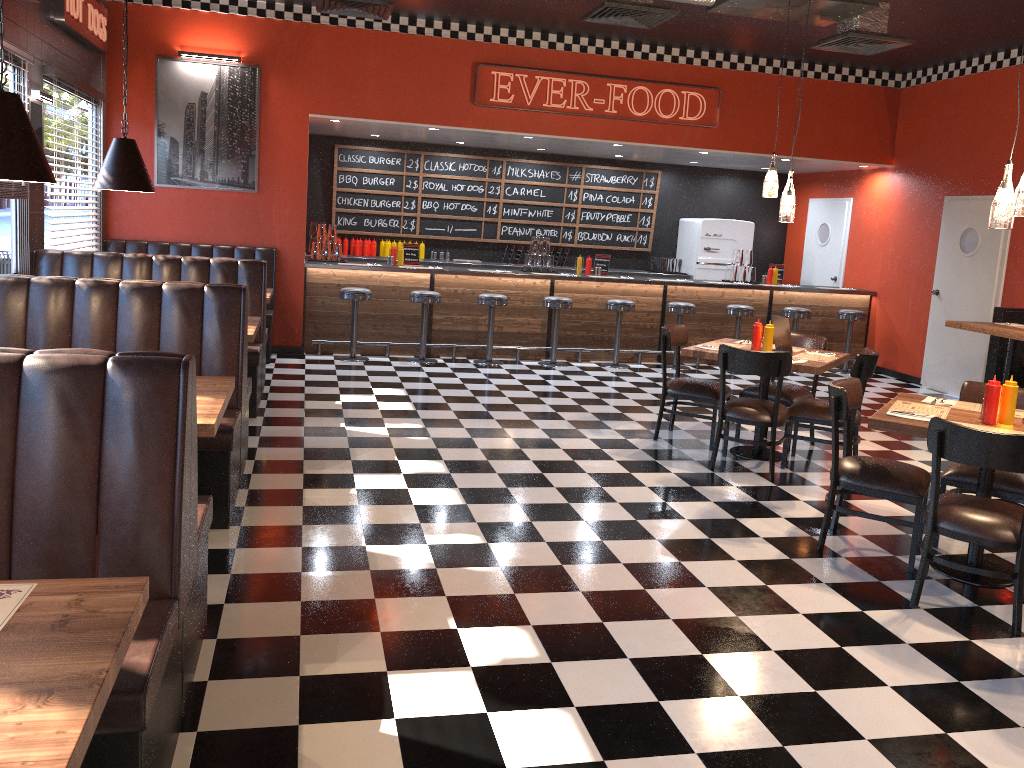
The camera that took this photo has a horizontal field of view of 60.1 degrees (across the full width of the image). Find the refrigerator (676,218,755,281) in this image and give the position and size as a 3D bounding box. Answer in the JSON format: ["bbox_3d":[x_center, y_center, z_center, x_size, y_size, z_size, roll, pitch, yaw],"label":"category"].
[{"bbox_3d":[2.869,-1.461,12.719,0.802,1.792,0.855,2,9,-13],"label":"refrigerator"}]

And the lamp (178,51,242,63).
[{"bbox_3d":[-3.078,-3.332,9.033,0.610,0.056,0.082,1,10,-13],"label":"lamp"}]

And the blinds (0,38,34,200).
[{"bbox_3d":[-3.303,-1.674,5.515,0.099,1.032,1.882,2,10,-13],"label":"blinds"}]

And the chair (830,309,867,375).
[{"bbox_3d":[4.152,-0.526,10.928,0.349,0.770,0.349,9,10,31],"label":"chair"}]

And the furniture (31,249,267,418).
[{"bbox_3d":[-2.776,-0.388,6.716,1.708,1.147,0.711,1,9,-13],"label":"furniture"}]

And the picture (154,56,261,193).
[{"bbox_3d":[-3.144,-2.666,9.153,1.023,1.293,0.016,2,8,-13],"label":"picture"}]

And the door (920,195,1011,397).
[{"bbox_3d":[4.930,-0.956,9.676,0.161,2.166,1.033,2,9,-13],"label":"door"}]

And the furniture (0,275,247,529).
[{"bbox_3d":[-2.246,0.071,4.414,1.708,1.147,0.711,1,9,-13],"label":"furniture"}]

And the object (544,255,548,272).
[{"bbox_3d":[0.421,-1.462,10.757,0.106,0.207,0.106,9,10,31],"label":"object"}]

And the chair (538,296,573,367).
[{"bbox_3d":[0.495,-0.604,10.068,0.349,0.770,0.350,8,9,26],"label":"chair"}]

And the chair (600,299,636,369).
[{"bbox_3d":[1.226,-0.588,10.240,0.349,0.770,0.349,9,10,31],"label":"chair"}]

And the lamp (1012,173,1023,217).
[{"bbox_3d":[2.458,-1.747,4.006,0.109,1.953,0.109,8,9,28],"label":"lamp"}]

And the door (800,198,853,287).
[{"bbox_3d":[4.306,-1.496,12.383,0.161,2.166,1.033,2,9,-13],"label":"door"}]

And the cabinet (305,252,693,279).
[{"bbox_3d":[-0.146,-1.147,12.171,5.282,0.993,0.680,1,9,-13],"label":"cabinet"}]

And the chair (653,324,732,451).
[{"bbox_3d":[1.388,0.003,6.838,0.546,0.862,0.488,8,10,26],"label":"chair"}]

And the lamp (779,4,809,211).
[{"bbox_3d":[2.047,-2.191,6.268,0.108,1.953,0.109,0,9,-26],"label":"lamp"}]

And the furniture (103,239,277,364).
[{"bbox_3d":[-3.308,-0.849,9.027,1.708,1.147,0.711,1,9,-13],"label":"furniture"}]

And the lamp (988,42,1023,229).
[{"bbox_3d":[2.414,-1.713,4.129,0.108,1.953,0.109,3,8,-2],"label":"lamp"}]

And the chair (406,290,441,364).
[{"bbox_3d":[-0.968,-0.635,9.724,0.350,0.770,0.349,10,10,36],"label":"chair"}]

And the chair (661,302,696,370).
[{"bbox_3d":[1.958,-0.573,10.412,0.349,0.770,0.349,9,10,31],"label":"chair"}]

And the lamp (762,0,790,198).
[{"bbox_3d":[1.928,-2.314,6.281,0.108,1.953,0.109,1,9,-21],"label":"lamp"}]

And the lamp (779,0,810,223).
[{"bbox_3d":[2.010,-2.113,6.158,0.109,1.953,0.109,9,10,33],"label":"lamp"}]

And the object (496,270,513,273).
[{"bbox_3d":[-0.096,-1.317,10.321,0.157,0.019,0.257,0,11,-17],"label":"object"}]

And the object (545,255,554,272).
[{"bbox_3d":[0.458,-1.439,10.647,0.106,0.207,0.106,9,10,31],"label":"object"}]

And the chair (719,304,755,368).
[{"bbox_3d":[2.689,-0.557,10.584,0.348,0.770,0.351,2,9,-13],"label":"chair"}]

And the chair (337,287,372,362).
[{"bbox_3d":[-1.700,-0.650,9.552,0.349,0.770,0.349,9,10,31],"label":"chair"}]

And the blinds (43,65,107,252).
[{"bbox_3d":[-3.852,-1.841,7.860,0.099,1.624,1.882,2,10,-13],"label":"blinds"}]

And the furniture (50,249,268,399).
[{"bbox_3d":[-2.932,-0.524,7.397,1.708,1.147,0.711,1,9,-13],"label":"furniture"}]

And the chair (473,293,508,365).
[{"bbox_3d":[-0.237,-0.619,9.896,0.350,0.770,0.349,10,10,36],"label":"chair"}]

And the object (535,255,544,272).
[{"bbox_3d":[0.337,-1.443,10.626,0.106,0.207,0.106,9,10,31],"label":"object"}]

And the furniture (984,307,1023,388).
[{"bbox_3d":[5.731,0.698,3.815,1.104,1.142,8.820,2,11,-13],"label":"furniture"}]

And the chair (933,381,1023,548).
[{"bbox_3d":[2.623,0.459,4.799,0.488,0.862,0.546,10,10,34],"label":"chair"}]

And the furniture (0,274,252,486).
[{"bbox_3d":[-2.402,-0.065,5.095,1.708,1.147,0.711,1,9,-13],"label":"furniture"}]

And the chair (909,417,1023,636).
[{"bbox_3d":[2.093,0.580,3.956,0.488,0.862,0.546,9,10,31],"label":"chair"}]

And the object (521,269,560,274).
[{"bbox_3d":[0.333,-1.359,10.701,0.437,0.018,0.275,1,11,-13],"label":"object"}]

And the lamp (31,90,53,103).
[{"bbox_3d":[-3.530,-2.154,6.640,0.081,0.056,0.337,1,11,-13],"label":"lamp"}]

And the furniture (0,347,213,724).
[{"bbox_3d":[-1.873,0.394,2.793,1.708,1.147,0.711,1,9,-13],"label":"furniture"}]

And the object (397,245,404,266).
[{"bbox_3d":[-1.276,-1.476,10.169,0.068,0.236,0.068,2,8,-12],"label":"object"}]

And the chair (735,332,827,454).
[{"bbox_3d":[2.111,0.037,6.905,0.488,0.862,0.545,12,12,43],"label":"chair"}]

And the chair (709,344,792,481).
[{"bbox_3d":[1.652,0.162,6.067,0.487,0.862,0.547,8,10,26],"label":"chair"}]

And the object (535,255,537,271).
[{"bbox_3d":[0.306,-1.464,10.730,0.106,0.207,0.106,9,10,31],"label":"object"}]

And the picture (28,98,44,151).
[{"bbox_3d":[-3.582,-1.857,6.671,0.012,0.533,0.353,2,9,-13],"label":"picture"}]

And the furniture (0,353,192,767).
[{"bbox_3d":[-1.716,0.530,2.112,1.708,1.147,0.711,1,9,-13],"label":"furniture"}]

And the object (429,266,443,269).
[{"bbox_3d":[-0.870,-1.329,10.115,0.157,0.019,0.257,2,11,-8],"label":"object"}]

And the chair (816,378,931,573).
[{"bbox_3d":[1.891,0.442,4.633,0.546,0.862,0.488,8,10,28],"label":"chair"}]

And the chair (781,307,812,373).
[{"bbox_3d":[3.421,-0.542,10.756,0.348,0.770,0.351,2,8,-8],"label":"chair"}]

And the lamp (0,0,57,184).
[{"bbox_3d":[-1.924,-1.800,3.313,0.382,2.031,0.384,-1,9,-32],"label":"lamp"}]

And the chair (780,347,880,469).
[{"bbox_3d":[2.238,0.172,6.219,0.546,0.862,0.488,8,10,26],"label":"chair"}]

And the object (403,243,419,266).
[{"bbox_3d":[-1.174,-1.508,10.325,0.188,0.255,0.073,0,9,-23],"label":"object"}]

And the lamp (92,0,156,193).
[{"bbox_3d":[-2.455,-2.259,5.619,0.383,2.031,0.383,9,10,35],"label":"lamp"}]
